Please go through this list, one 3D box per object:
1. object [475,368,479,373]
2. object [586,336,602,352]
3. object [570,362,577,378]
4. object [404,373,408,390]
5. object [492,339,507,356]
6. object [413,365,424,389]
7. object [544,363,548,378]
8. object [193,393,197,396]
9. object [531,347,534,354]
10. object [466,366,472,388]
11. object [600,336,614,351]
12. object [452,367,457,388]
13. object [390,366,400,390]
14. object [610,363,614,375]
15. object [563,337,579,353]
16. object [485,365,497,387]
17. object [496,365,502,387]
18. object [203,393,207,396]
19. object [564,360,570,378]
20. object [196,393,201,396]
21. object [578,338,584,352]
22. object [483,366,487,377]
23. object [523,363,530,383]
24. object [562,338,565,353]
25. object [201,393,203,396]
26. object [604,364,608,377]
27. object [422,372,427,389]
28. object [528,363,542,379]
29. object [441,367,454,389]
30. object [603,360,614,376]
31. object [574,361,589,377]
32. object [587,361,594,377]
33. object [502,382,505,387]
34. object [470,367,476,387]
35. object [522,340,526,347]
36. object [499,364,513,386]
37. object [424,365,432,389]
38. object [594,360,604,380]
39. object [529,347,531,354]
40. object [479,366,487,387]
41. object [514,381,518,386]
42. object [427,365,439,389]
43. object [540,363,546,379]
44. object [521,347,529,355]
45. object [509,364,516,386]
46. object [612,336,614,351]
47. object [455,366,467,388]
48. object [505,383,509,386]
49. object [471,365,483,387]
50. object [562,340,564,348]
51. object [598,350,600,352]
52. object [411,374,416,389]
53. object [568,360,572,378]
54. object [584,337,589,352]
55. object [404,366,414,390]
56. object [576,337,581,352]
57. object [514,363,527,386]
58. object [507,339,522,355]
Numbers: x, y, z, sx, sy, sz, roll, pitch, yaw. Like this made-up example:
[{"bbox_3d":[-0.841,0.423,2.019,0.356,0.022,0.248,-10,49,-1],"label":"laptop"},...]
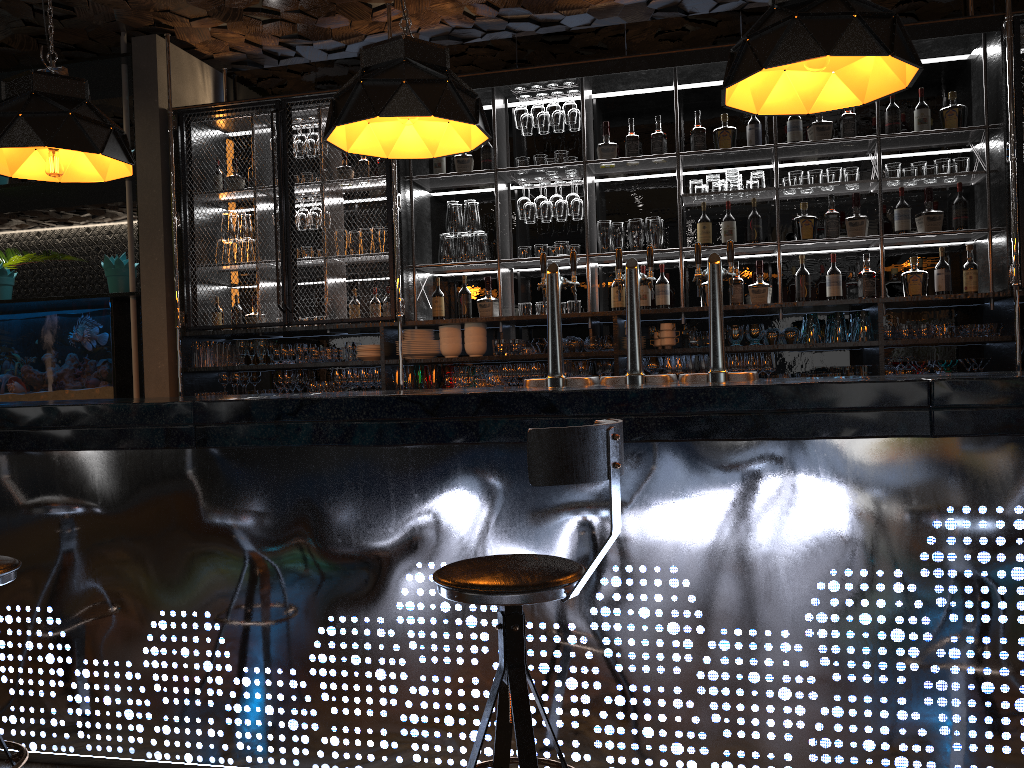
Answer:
[{"bbox_3d":[-0.250,-0.010,5.855,0.082,0.213,0.082,-1,1,44],"label":"object"},{"bbox_3d":[0.497,-0.243,5.401,0.095,0.096,0.095,-2,1,-13],"label":"object"},{"bbox_3d":[0.380,-0.031,5.590,0.092,0.218,0.092,-2,1,-26],"label":"object"},{"bbox_3d":[-0.687,-0.004,5.846,0.073,0.229,0.073,-2,1,2],"label":"object"},{"bbox_3d":[-0.076,-0.226,5.537,0.100,0.100,0.089,-2,1,18],"label":"object"},{"bbox_3d":[-0.595,-0.005,5.695,0.073,0.229,0.073,-2,1,2],"label":"object"},{"bbox_3d":[0.205,-0.026,5.749,0.084,0.216,0.084,-2,1,36],"label":"object"},{"bbox_3d":[-2.156,0.111,6.047,0.028,0.097,0.028,-2,1,3],"label":"object"},{"bbox_3d":[0.114,-0.208,5.628,0.049,0.048,0.044,-2,1,1],"label":"object"},{"bbox_3d":[-0.293,-0.007,5.683,0.082,0.213,0.082,-2,1,-11],"label":"object"},{"bbox_3d":[0.582,-0.247,5.454,0.095,0.096,0.095,-2,1,37],"label":"object"},{"bbox_3d":[-0.382,-0.004,5.707,0.082,0.213,0.082,-2,1,6],"label":"object"},{"bbox_3d":[-0.742,-0.001,5.708,0.073,0.229,0.073,-2,1,2],"label":"object"},{"bbox_3d":[0.620,-0.039,5.619,0.071,0.217,0.071,-2,1,21],"label":"object"},{"bbox_3d":[0.362,-0.241,5.443,0.093,0.099,0.093,-2,1,33],"label":"object"},{"bbox_3d":[-0.127,-0.012,5.552,0.082,0.213,0.082,-1,1,43],"label":"object"},{"bbox_3d":[-0.100,-0.013,5.639,0.082,0.213,0.082,-2,1,-6],"label":"object"},{"bbox_3d":[-2.081,0.108,6.019,0.031,0.098,0.031,-2,1,-38],"label":"object"},{"bbox_3d":[0.326,-0.032,5.433,0.071,0.226,0.071,-2,1,-15],"label":"object"},{"bbox_3d":[-2.124,0.110,6.011,0.033,0.101,0.033,-2,1,37],"label":"object"},{"bbox_3d":[0.410,-0.244,5.643,0.093,0.099,0.093,-2,1,1],"label":"object"},{"bbox_3d":[-0.174,-0.012,5.748,0.082,0.213,0.082,-2,1,-45],"label":"object"},{"bbox_3d":[0.087,-0.021,5.633,0.084,0.216,0.084,-2,1,6],"label":"object"},{"bbox_3d":[0.299,-0.240,5.617,0.093,0.099,0.093,-2,1,1],"label":"object"},{"bbox_3d":[-2.112,0.109,6.054,0.033,0.101,0.033,-2,1,-6],"label":"object"},{"bbox_3d":[0.591,-0.038,5.545,0.071,0.217,0.071,-2,1,21],"label":"object"},{"bbox_3d":[-0.573,-0.007,5.827,0.073,0.229,0.073,-2,1,2],"label":"object"},{"bbox_3d":[0.143,-0.022,5.485,0.084,0.216,0.084,-2,1,-34],"label":"object"},{"bbox_3d":[-0.405,-0.003,5.620,0.082,0.213,0.082,-1,1,42],"label":"object"},{"bbox_3d":[0.595,-0.037,5.418,0.071,0.217,0.071,-2,1,21],"label":"object"},{"bbox_3d":[0.429,-0.031,5.441,0.092,0.218,0.092,-2,1,-26],"label":"object"},{"bbox_3d":[0.470,-0.034,5.542,0.092,0.218,0.092,-2,1,-26],"label":"object"},{"bbox_3d":[-0.079,-0.015,5.726,0.082,0.213,0.082,-2,1,1],"label":"object"},{"bbox_3d":[-0.265,-0.009,5.770,0.082,0.213,0.082,-2,1,34],"label":"object"},{"bbox_3d":[0.044,-0.232,5.690,0.100,0.100,0.089,-2,1,-35],"label":"object"},{"bbox_3d":[-0.037,-0.016,5.528,0.084,0.216,0.084,-2,1,2],"label":"object"},{"bbox_3d":[-0.535,-0.008,5.751,0.073,0.229,0.073,-2,1,2],"label":"object"},{"bbox_3d":[0.543,-0.035,5.471,0.071,0.217,0.071,-2,1,21],"label":"object"},{"bbox_3d":[0.095,-0.206,5.581,0.049,0.048,0.044,-2,1,-45],"label":"object"},{"bbox_3d":[-0.195,-0.010,5.661,0.082,0.213,0.082,-2,1,-7],"label":"object"},{"bbox_3d":[0.027,-0.021,5.790,0.084,0.216,0.084,-2,1,-38],"label":"object"},{"bbox_3d":[-0.501,-0.008,5.668,0.073,0.229,0.073,-2,1,2],"label":"object"},{"bbox_3d":[0.172,-0.024,5.619,0.084,0.216,0.084,-2,1,-34],"label":"object"},{"bbox_3d":[0.084,-0.206,5.526,0.044,0.048,0.049,-2,1,-34],"label":"object"},{"bbox_3d":[-0.001,-0.019,5.657,0.084,0.216,0.084,-2,1,25],"label":"object"},{"bbox_3d":[0.612,-0.248,5.557,0.095,0.096,0.095,-2,1,-36],"label":"object"},{"bbox_3d":[-0.318,-0.006,5.600,0.082,0.213,0.082,-1,1,42],"label":"object"},{"bbox_3d":[-0.056,-0.016,5.811,0.082,0.213,0.082,-2,1,4],"label":"object"},{"bbox_3d":[-0.217,-0.009,5.576,0.082,0.213,0.082,-2,1,-43],"label":"object"},{"bbox_3d":[0.274,-0.238,5.512,0.093,0.099,0.093,-2,1,30],"label":"object"},{"bbox_3d":[0.523,-0.247,5.672,0.095,0.096,0.095,-2,1,30],"label":"object"},{"bbox_3d":[-0.666,-0.005,5.952,0.073,0.229,0.073,-2,1,2],"label":"object"},{"bbox_3d":[0.344,-0.034,5.512,0.071,0.226,0.071,-2,1,-15],"label":"object"},{"bbox_3d":[0.496,-0.244,5.508,0.095,0.096,0.095,-2,1,14],"label":"object"},{"bbox_3d":[-0.667,-0.004,5.763,0.073,0.229,0.073,-2,1,2],"label":"object"},{"bbox_3d":[0.382,-0.242,5.545,0.093,0.099,0.093,-2,1,-15],"label":"object"},{"bbox_3d":[0.054,-0.019,5.505,0.084,0.216,0.084,-2,1,29],"label":"object"},{"bbox_3d":[0.016,-0.230,5.572,0.100,0.100,0.089,-2,1,-40],"label":"object"}]
